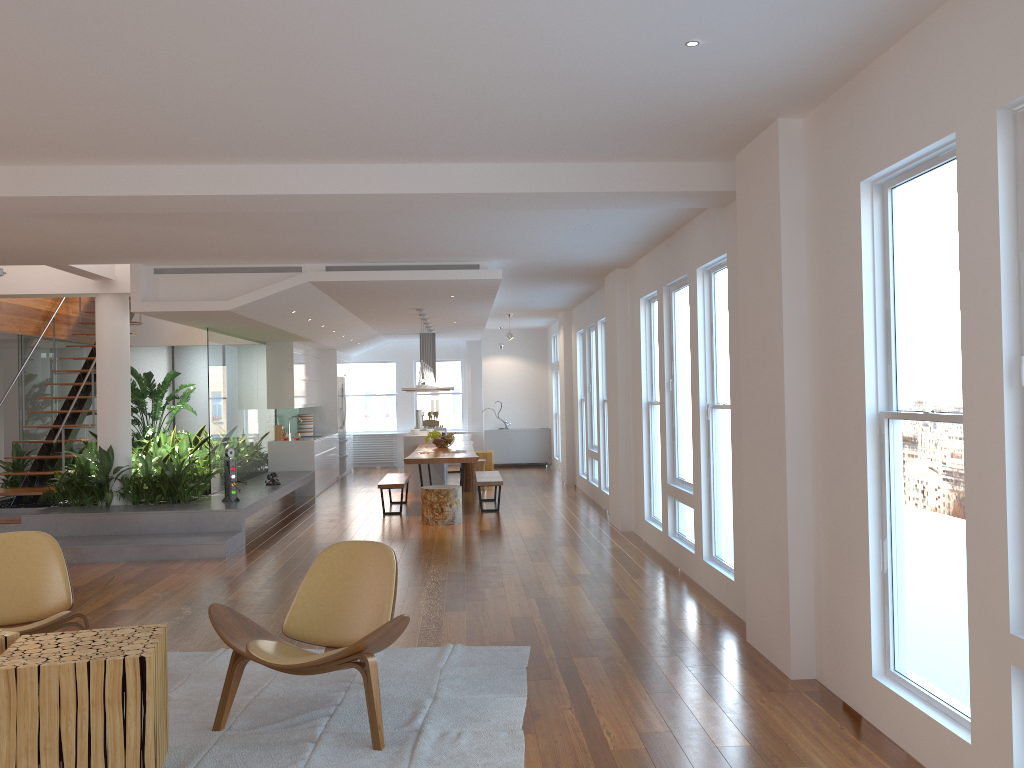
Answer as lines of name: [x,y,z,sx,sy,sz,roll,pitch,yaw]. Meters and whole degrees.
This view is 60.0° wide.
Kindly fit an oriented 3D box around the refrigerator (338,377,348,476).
refrigerator: [-3.351,0.767,15.998,0.725,1.772,0.908,-1,-1,-3]

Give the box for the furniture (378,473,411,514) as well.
furniture: [-1.491,1.403,11.355,0.316,0.389,1.433,-1,-1,-3]

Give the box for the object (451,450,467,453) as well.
object: [-0.683,0.866,11.372,0.222,0.020,0.222,-1,-1,-11]

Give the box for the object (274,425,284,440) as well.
object: [-3.541,0.738,13.492,0.104,0.222,0.200,-1,-1,-3]

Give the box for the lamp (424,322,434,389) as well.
lamp: [-1.254,-0.459,13.265,0.160,1.060,0.160,-1,-1,24]

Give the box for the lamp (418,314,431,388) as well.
lamp: [-1.172,-0.474,11.821,0.160,1.060,0.160,-1,-1,24]

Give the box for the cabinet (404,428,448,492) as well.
cabinet: [-1.403,1.209,14.768,0.597,0.832,2.936,-1,-1,-3]

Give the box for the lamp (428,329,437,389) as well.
lamp: [-1.336,-0.444,14.709,0.160,1.060,0.160,-1,-1,24]

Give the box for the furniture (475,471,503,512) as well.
furniture: [-0.300,1.379,11.422,0.316,0.389,1.433,-1,-1,-3]

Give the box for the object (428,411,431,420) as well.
object: [-1.504,0.650,16.146,0.061,0.299,0.040,-1,-1,-6]

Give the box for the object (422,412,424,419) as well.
object: [-1.623,0.652,16.140,0.055,0.299,0.027,-1,-1,-3]

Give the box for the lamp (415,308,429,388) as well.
lamp: [-1.131,-0.482,11.100,0.160,1.060,0.160,-1,-1,24]

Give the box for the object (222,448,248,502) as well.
object: [-2.909,0.956,9.310,0.318,0.565,0.134,-2,-1,33]

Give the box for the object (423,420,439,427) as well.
object: [-1.502,0.729,16.135,0.353,0.157,0.084,-1,-1,-3]

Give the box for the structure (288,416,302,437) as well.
structure: [-3.478,0.774,14.241,0.248,0.536,0.115,-1,-1,-3]

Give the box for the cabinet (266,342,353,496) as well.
cabinet: [-3.368,0.545,15.256,0.676,2.280,4.565,-1,-1,-3]

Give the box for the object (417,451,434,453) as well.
object: [-1.107,0.875,11.396,0.222,0.020,0.222,-2,-1,37]

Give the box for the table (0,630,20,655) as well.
table: [-2.355,1.287,3.516,0.548,0.534,0.489,-1,-1,27]

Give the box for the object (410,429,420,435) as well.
object: [-1.508,0.746,13.810,0.152,0.082,0.152,-2,-1,36]

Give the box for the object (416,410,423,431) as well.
object: [-1.582,0.624,15.227,0.120,0.356,0.172,-2,-1,45]

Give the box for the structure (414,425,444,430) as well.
structure: [-1.462,0.768,15.691,0.520,0.073,0.650,-1,-1,-3]

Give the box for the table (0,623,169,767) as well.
table: [-1.643,1.271,3.409,0.548,0.534,0.489,-1,-1,-15]

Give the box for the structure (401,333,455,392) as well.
structure: [-1.486,-0.563,15.676,0.909,1.405,0.900,-1,-1,-3]

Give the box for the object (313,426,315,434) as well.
object: [-3.509,0.770,15.181,0.265,0.196,0.284,-2,-1,39]

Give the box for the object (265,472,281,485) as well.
object: [-2.985,1.175,11.023,0.216,0.155,0.181,-1,-1,-39]

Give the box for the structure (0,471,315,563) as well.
structure: [-4.302,1.469,10.769,3.088,0.386,5.584,-1,-1,-3]

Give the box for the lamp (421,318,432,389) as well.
lamp: [-1.213,-0.467,12.543,0.160,1.060,0.160,-1,-1,24]

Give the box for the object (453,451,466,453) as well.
object: [-0.664,0.864,11.267,0.158,0.017,0.019,-1,-1,-8]

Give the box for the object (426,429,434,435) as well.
object: [-1.252,0.740,13.701,0.152,0.082,0.152,-1,-1,-43]

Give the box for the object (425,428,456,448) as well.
object: [-0.994,0.756,12.394,0.394,0.284,0.292,-1,-1,-39]

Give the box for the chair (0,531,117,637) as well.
chair: [-2.496,1.191,4.566,0.856,0.752,0.867,-1,-1,2]

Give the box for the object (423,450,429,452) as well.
object: [-1.107,0.869,11.396,0.070,0.030,0.079,-1,-1,-40]

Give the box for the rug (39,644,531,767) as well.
rug: [-1.689,1.496,3.380,3.525,0.057,3.478,-1,-1,1]

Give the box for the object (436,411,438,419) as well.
object: [-1.369,0.648,16.154,0.057,0.294,0.030,-1,-1,-3]

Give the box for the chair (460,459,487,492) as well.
chair: [-0.584,1.372,13.286,0.396,0.455,0.402,-1,-1,-13]

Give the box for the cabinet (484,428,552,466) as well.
cabinet: [0.108,1.250,17.509,1.309,0.725,0.420,-1,-1,-3]

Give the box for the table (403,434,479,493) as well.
table: [-0.988,1.251,13.393,0.893,0.704,5.996,-1,-1,-3]

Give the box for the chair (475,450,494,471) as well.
chair: [-0.503,1.398,15.509,0.344,0.430,0.549,-1,-1,1]

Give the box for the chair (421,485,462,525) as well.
chair: [-0.797,1.367,10.054,0.460,0.400,0.460,-1,-1,7]

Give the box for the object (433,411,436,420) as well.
object: [-1.405,0.649,16.134,0.068,0.298,0.039,-1,-1,-3]

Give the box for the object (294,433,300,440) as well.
object: [-3.199,0.782,13.193,0.094,0.106,0.094,-1,-1,2]

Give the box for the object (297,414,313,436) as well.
object: [-3.455,0.683,14.799,0.267,0.356,0.266,-1,-1,22]

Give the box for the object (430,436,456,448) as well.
object: [-0.966,0.818,12.381,0.360,0.159,0.360,-1,-1,-40]

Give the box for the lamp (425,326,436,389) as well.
lamp: [-1.295,-0.451,13.987,0.160,1.060,0.160,-1,-1,24]

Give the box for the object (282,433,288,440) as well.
object: [-3.383,0.786,13.229,0.094,0.106,0.094,-1,-1,2]

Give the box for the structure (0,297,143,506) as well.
structure: [-4.594,-0.605,11.438,2.552,4.265,4.591,-1,-1,-3]

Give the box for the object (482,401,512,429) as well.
object: [-0.287,0.613,17.450,0.590,0.563,0.210,-1,-1,-32]

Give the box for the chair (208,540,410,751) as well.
chair: [-0.807,1.150,3.943,0.867,0.752,0.856,-1,-1,-43]

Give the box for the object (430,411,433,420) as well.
object: [-1.468,0.649,16.128,0.057,0.299,0.019,-1,-1,-3]
